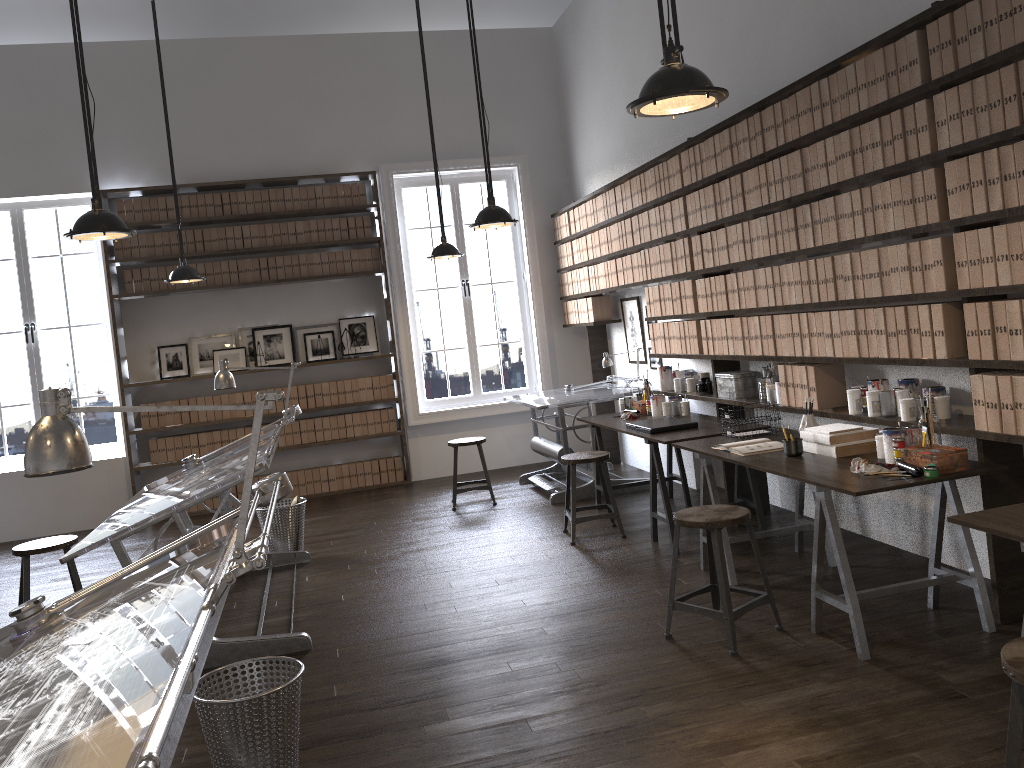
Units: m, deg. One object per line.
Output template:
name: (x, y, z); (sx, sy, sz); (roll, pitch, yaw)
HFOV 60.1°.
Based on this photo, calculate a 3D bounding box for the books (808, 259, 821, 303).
books: (1.590, -0.519, 4.447); (0.175, 0.225, 0.066); (-7, 1, -13)

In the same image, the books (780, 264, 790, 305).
books: (1.530, -0.531, 4.718); (0.174, 0.225, 0.066); (-7, 1, -13)

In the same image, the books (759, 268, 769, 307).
books: (1.479, -0.539, 4.924); (0.175, 0.225, 0.066); (-7, 1, -13)

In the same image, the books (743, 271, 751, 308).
books: (1.438, -0.547, 5.117); (0.175, 0.225, 0.066); (-7, 1, -13)

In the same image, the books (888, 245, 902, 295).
books: (1.730, -0.493, 3.828); (0.175, 0.225, 0.066); (-7, 1, -13)

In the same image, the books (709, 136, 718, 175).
books: (1.289, -1.380, 5.337); (0.175, 0.225, 0.067); (-7, 1, -13)

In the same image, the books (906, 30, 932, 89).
books: (1.693, -1.307, 3.569); (0.174, 0.225, 0.066); (-7, 1, -13)

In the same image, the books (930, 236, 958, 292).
books: (1.788, -0.482, 3.562); (0.175, 0.225, 0.067); (-7, 1, -13)

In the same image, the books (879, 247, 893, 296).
books: (1.718, -0.496, 3.889); (0.175, 0.225, 0.066); (-7, 1, -13)

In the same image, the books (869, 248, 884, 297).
books: (1.698, -0.498, 3.953); (0.175, 0.225, 0.067); (-7, 1, -13)

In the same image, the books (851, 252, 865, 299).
books: (1.673, -0.505, 4.089); (0.174, 0.225, 0.066); (-7, 1, -13)

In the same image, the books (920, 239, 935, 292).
books: (1.780, -0.485, 3.627); (0.174, 0.225, 0.066); (-7, 1, -13)

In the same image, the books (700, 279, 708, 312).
books: (1.307, -0.570, 5.665); (0.175, 0.225, 0.066); (-7, 1, -13)

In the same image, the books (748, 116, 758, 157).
books: (1.401, -1.361, 4.868); (0.175, 0.225, 0.066); (-7, 1, -13)

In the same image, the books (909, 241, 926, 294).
books: (1.762, -0.488, 3.695); (0.175, 0.225, 0.066); (-7, 1, -13)

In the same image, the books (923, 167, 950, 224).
books: (1.761, -0.758, 3.561); (0.175, 0.225, 0.066); (-7, 1, -13)

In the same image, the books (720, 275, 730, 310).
books: (1.369, -0.559, 5.397); (0.175, 0.225, 0.067); (-7, 1, -13)

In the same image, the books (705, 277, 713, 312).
books: (1.323, -0.567, 5.594); (0.175, 0.225, 0.067); (-7, 1, -13)

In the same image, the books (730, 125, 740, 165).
books: (1.353, -1.370, 5.075); (0.175, 0.225, 0.066); (-7, 1, -13)

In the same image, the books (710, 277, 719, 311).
books: (1.341, -0.565, 5.533); (0.175, 0.225, 0.066); (-7, 1, -13)

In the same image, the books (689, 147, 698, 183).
books: (1.224, -1.391, 5.612); (0.175, 0.225, 0.066); (-7, 1, -13)

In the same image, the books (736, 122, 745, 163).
books: (1.369, -1.367, 5.006); (0.174, 0.225, 0.066); (-7, 1, -13)

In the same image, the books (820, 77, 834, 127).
books: (1.556, -1.332, 4.175); (0.174, 0.225, 0.066); (-7, 1, -13)

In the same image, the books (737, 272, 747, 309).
books: (1.422, -0.550, 5.186); (0.174, 0.225, 0.066); (-7, 1, -13)

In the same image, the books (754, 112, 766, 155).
books: (1.413, -1.358, 4.793); (0.175, 0.225, 0.067); (-7, 1, -13)

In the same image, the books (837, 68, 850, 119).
books: (1.589, -1.327, 4.040); (0.175, 0.225, 0.066); (-7, 1, -13)

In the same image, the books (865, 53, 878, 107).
books: (1.635, -1.318, 3.839); (0.175, 0.225, 0.066); (-7, 1, -13)

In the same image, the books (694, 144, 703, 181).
books: (1.244, -1.389, 5.542); (0.174, 0.225, 0.066); (-7, 1, -13)

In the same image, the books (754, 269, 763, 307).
books: (1.467, -0.542, 4.986); (0.175, 0.225, 0.066); (-7, 1, -13)

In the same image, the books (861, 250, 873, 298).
books: (1.689, -0.502, 4.020); (0.175, 0.225, 0.066); (-7, 1, -13)

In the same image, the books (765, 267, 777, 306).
books: (1.494, -0.536, 4.853); (0.175, 0.225, 0.067); (-7, 1, -13)

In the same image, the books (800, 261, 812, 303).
books: (1.571, -0.521, 4.507); (0.175, 0.225, 0.067); (-7, 1, -13)

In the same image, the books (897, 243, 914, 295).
books: (1.743, -0.490, 3.762); (0.175, 0.225, 0.067); (-7, 1, -13)

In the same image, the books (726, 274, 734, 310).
books: (1.391, -0.556, 5.325); (0.175, 0.225, 0.066); (-7, 1, -13)

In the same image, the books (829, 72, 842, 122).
books: (1.575, -1.330, 4.108); (0.174, 0.225, 0.066); (-7, 1, -13)

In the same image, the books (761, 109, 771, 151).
books: (1.434, -1.355, 4.722); (0.175, 0.225, 0.066); (-7, 1, -13)

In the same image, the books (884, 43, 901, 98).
books: (1.666, -1.313, 3.709); (0.175, 0.225, 0.066); (-7, 1, -13)

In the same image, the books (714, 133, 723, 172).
books: (1.307, -1.377, 5.267); (0.175, 0.225, 0.066); (-7, 1, -13)

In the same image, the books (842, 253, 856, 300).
books: (1.653, -0.507, 4.157); (0.174, 0.225, 0.066); (-7, 1, -13)

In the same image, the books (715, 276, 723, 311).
books: (1.358, -0.562, 5.470); (0.175, 0.225, 0.066); (-7, 1, -13)

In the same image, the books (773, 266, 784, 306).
books: (1.513, -0.534, 4.786); (0.175, 0.225, 0.066); (-7, 1, -13)

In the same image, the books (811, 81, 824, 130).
books: (1.537, -1.334, 4.245); (0.175, 0.225, 0.066); (-7, 1, -13)

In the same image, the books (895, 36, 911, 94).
books: (1.681, -1.310, 3.639); (0.174, 0.225, 0.066); (-7, 1, -13)

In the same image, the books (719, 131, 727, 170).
books: (1.322, -1.375, 5.206); (0.175, 0.225, 0.066); (-7, 1, -13)

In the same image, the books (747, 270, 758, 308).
books: (1.447, -0.544, 5.050); (0.175, 0.225, 0.067); (-7, 1, -13)

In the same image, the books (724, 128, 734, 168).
books: (1.333, -1.372, 5.139); (0.175, 0.225, 0.067); (-7, 1, -13)

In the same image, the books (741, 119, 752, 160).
books: (1.381, -1.364, 4.936); (0.174, 0.225, 0.066); (-7, 1, -13)

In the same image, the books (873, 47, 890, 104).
books: (1.645, -1.315, 3.773); (0.175, 0.225, 0.067); (-7, 1, -13)

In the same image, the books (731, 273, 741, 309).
books: (1.403, -0.553, 5.254); (0.174, 0.225, 0.066); (-7, 1, -13)

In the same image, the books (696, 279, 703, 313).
books: (1.294, -0.573, 5.736); (0.174, 0.225, 0.066); (-7, 1, -13)

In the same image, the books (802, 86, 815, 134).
books: (1.520, -1.337, 4.316); (0.175, 0.225, 0.067); (-7, 1, -13)

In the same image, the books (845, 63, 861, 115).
books: (1.601, -1.323, 3.970); (0.175, 0.225, 0.067); (-7, 1, -13)

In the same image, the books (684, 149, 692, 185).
books: (1.208, -1.394, 5.682); (0.175, 0.225, 0.067); (-7, 1, -13)

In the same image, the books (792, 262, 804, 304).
books: (1.555, -0.524, 4.578); (0.175, 0.225, 0.066); (-7, 1, -13)

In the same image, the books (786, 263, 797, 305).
books: (1.542, -0.528, 4.649); (0.174, 0.225, 0.066); (-7, 1, -13)

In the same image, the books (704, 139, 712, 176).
books: (1.277, -1.384, 5.406); (0.175, 0.225, 0.066); (-7, 1, -13)

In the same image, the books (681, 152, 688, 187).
books: (1.198, -1.398, 5.745); (0.175, 0.225, 0.066); (-7, 1, -13)

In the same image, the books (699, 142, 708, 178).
books: (1.263, -1.387, 5.475); (0.174, 0.225, 0.066); (-7, 1, -13)
